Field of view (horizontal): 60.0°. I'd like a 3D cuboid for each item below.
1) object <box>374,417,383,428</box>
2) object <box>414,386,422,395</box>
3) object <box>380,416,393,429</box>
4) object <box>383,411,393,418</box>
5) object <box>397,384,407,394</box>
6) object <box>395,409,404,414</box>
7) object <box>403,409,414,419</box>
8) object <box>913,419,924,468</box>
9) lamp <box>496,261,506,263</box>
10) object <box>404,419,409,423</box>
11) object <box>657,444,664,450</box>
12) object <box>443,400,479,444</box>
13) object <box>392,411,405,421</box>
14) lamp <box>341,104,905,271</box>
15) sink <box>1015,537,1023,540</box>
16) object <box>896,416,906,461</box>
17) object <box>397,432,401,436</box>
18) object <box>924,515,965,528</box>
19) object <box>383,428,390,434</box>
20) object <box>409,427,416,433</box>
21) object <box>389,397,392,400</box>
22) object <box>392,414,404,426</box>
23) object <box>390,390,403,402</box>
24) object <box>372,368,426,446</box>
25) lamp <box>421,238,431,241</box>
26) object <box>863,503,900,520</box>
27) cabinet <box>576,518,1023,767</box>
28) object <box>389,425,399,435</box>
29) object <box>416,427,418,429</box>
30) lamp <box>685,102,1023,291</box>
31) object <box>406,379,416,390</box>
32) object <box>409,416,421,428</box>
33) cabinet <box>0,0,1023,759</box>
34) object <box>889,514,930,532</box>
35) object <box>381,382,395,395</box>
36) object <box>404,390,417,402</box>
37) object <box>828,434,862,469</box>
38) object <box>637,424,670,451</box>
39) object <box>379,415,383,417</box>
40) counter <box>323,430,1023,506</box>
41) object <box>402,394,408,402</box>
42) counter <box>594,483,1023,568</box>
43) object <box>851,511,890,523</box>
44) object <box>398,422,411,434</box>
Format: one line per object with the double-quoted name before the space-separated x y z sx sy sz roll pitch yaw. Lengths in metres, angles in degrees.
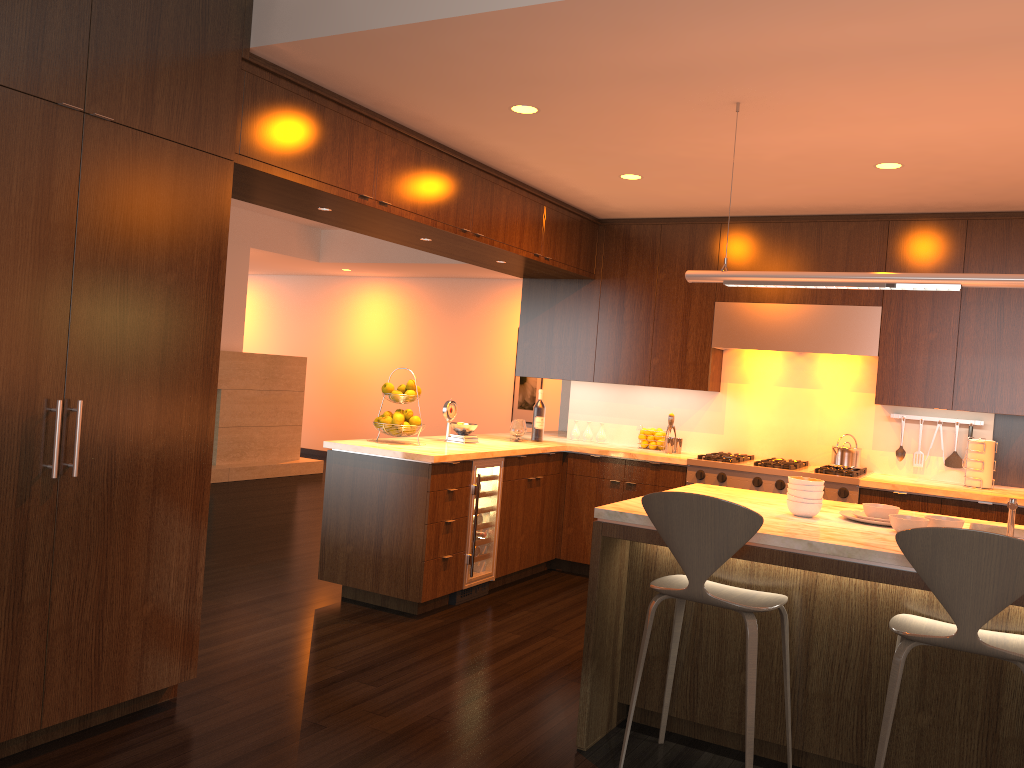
"object" -0.801 0.233 5.371 0.068 0.069 0.065 4 1 6
"object" -0.590 0.044 5.438 0.071 0.074 0.070 4 1 -40
"object" -0.750 0.229 5.307 0.077 0.077 0.077 5 1 40
"object" -0.751 0.198 5.374 0.067 0.071 0.069 4 1 -25
"object" -0.670 0.032 5.417 0.061 0.063 0.062 4 1 -37
"object" -0.683 0.179 5.407 0.063 0.059 0.061 4 1 -28
"object" -0.626 0.182 5.352 0.062 0.063 0.060 5 1 36
"object" 2.640 0.382 5.743 0.066 0.314 0.004 5 1 29
"lamp" -0.073 -0.822 5.964 0.068 0.004 0.068 4 1 10
"object" -0.634 0.218 5.430 0.070 0.072 0.071 4 1 -7
"object" 1.084 0.455 6.465 0.051 0.053 0.063 4 1 -20
"object" -0.331 0.250 5.839 0.231 0.266 0.191 5 1 32
"object" -0.682 0.203 5.342 0.077 0.075 0.077 4 1 3
"lamp" -3.224 -1.644 9.095 16.431 0.171 5.868 5 1 29
"sink" 2.155 0.729 3.364 0.813 0.176 0.457 5 1 29
"object" 2.546 0.359 5.792 0.061 0.296 0.020 5 1 28
"object" -0.689 0.287 5.417 0.062 0.062 0.062 4 1 -17
"object" 1.619 0.533 3.325 0.138 0.059 0.139 4 1 -35
"object" -0.758 0.275 5.397 0.056 0.053 0.057 4 1 -11
"object" -0.621 0.276 5.394 0.078 0.075 0.078 4 1 7
"object" -0.721 0.070 5.434 0.070 0.068 0.062 4 1 -11
"object" -0.676 0.214 5.274 0.068 0.077 0.079 4 1 5
"object" -0.697 0.074 5.366 0.078 0.072 0.077 4 1 -5
"object" -0.678 0.131 5.405 0.324 0.461 0.324 4 1 -12
"lamp" -0.502 -0.846 5.184 0.068 0.004 0.068 4 1 10
"object" 1.461 0.513 3.517 0.138 0.059 0.139 4 1 -35
"cabinet" 1.764 1.052 3.230 2.713 0.876 1.281 5 1 29
"object" -0.712 0.274 5.351 0.063 0.069 0.070 4 1 -9
"object" -0.617 0.253 5.486 0.073 0.072 0.071 4 1 -17
"lamp" 1.861 -0.716 3.191 2.465 0.765 0.120 5 1 29
"object" -0.612 0.008 5.392 0.068 0.072 0.071 4 1 -15
"object" -0.582 0.227 5.341 0.078 0.074 0.077 5 1 44
"cabinet" 1.566 -0.038 4.188 5.521 2.997 7.728 5 1 29
"object" 1.459 0.521 3.266 0.138 0.059 0.139 4 1 -35
"object" -0.753 0.030 5.386 0.077 0.079 0.075 5 1 38
"object" -0.616 0.071 5.377 0.078 0.077 0.077 4 1 -44
"object" 2.210 0.437 5.855 0.221 0.218 0.221 5 1 14
"object" 1.042 0.393 6.514 0.207 0.175 0.189 5 1 27
"object" -0.796 0.217 5.484 0.057 0.058 0.054 4 1 -40
"counter" 1.246 0.525 5.692 3.616 0.038 3.187 5 1 29
"object" -0.648 0.076 5.448 0.071 0.072 0.071 4 1 -30
"counter" 1.799 0.596 3.225 2.711 0.038 1.280 5 1 29
"object" 1.460 0.534 3.517 0.216 0.025 0.217 4 1 -44
"object" -0.647 0.263 5.317 0.078 0.076 0.078 5 1 16
